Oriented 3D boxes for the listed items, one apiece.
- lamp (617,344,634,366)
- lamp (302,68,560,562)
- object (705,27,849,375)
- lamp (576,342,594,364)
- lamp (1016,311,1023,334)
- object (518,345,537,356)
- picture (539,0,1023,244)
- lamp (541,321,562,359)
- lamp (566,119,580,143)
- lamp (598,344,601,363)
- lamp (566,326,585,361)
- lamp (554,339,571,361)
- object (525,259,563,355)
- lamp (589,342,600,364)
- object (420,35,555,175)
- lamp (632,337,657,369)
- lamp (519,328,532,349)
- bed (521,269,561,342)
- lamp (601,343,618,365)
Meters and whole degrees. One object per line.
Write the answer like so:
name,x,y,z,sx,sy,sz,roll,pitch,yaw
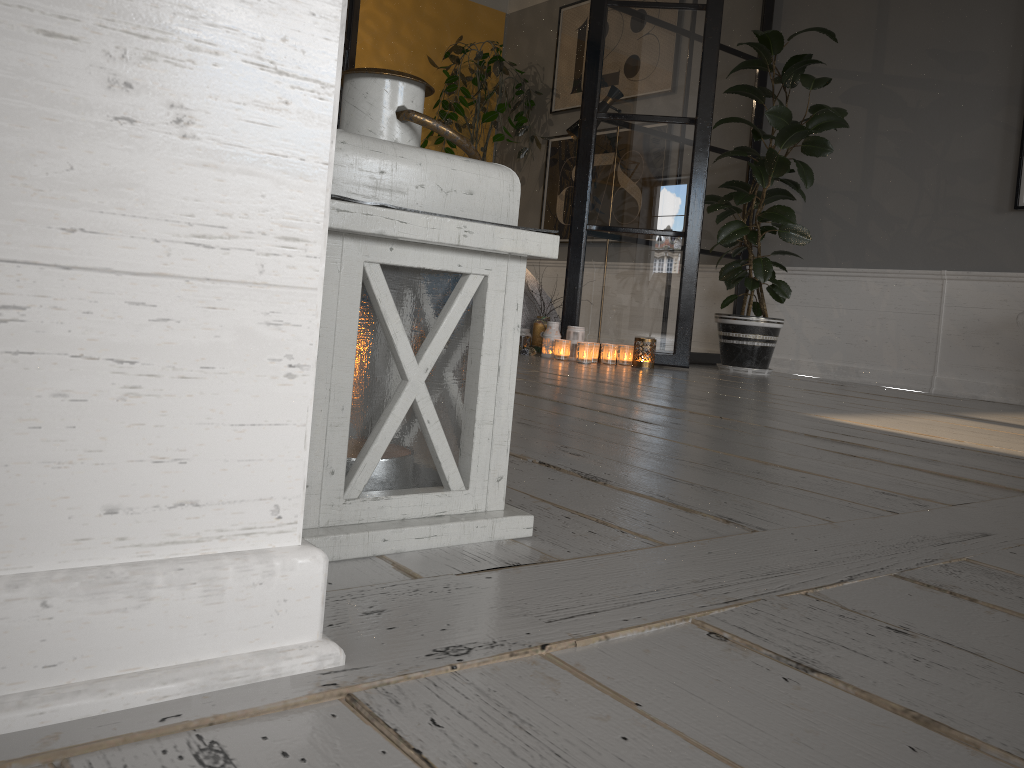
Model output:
lamp,0.544,-0.138,4.252,0.081,0.098,0.081,5,3,2
lamp,-0.157,-0.095,0.954,0.286,0.476,0.288,3,3,-39
object,0.129,-0.966,3.604,3.889,1.791,1.016,2,4,-38
lamp,0.339,-0.145,4.126,0.081,0.098,0.081,5,3,2
lamp,2.296,-0.093,3.621,0.432,0.436,0.434,4,3,-16
object,-0.028,-0.179,4.454,0.327,0.053,0.087,7,4,16
picture,0.928,-1.539,2.637,4.032,1.790,7.330,2,6,-38
lamp,0.195,-0.215,4.329,0.092,0.179,0.092,5,2,-17
lamp,0.467,-0.931,5.006,0.403,1.522,0.232,5,1,-8
lamp,0.452,-0.148,4.314,0.063,0.091,0.063,7,3,34
lamp,0.306,-0.196,4.289,0.092,0.166,0.089,6,2,18
lamp,0.238,-0.162,4.212,0.081,0.098,0.081,6,3,16
object,0.204,-0.409,4.608,0.437,0.521,0.279,5,2,3
lamp,0.374,-0.149,4.209,0.081,0.098,0.081,5,3,2
object,-0.254,-1.494,6.699,1.254,2.200,1.342,7,3,39
lamp,0.627,-0.146,4.193,0.108,0.140,0.107,6,3,16
lamp,0.048,-0.219,4.513,0.096,0.131,0.108,6,3,22
bed,-1.063,-0.708,5.189,1.894,0.768,2.334,2,6,-37
lamp,0.462,-0.142,4.215,0.081,0.098,0.081,5,3,2
